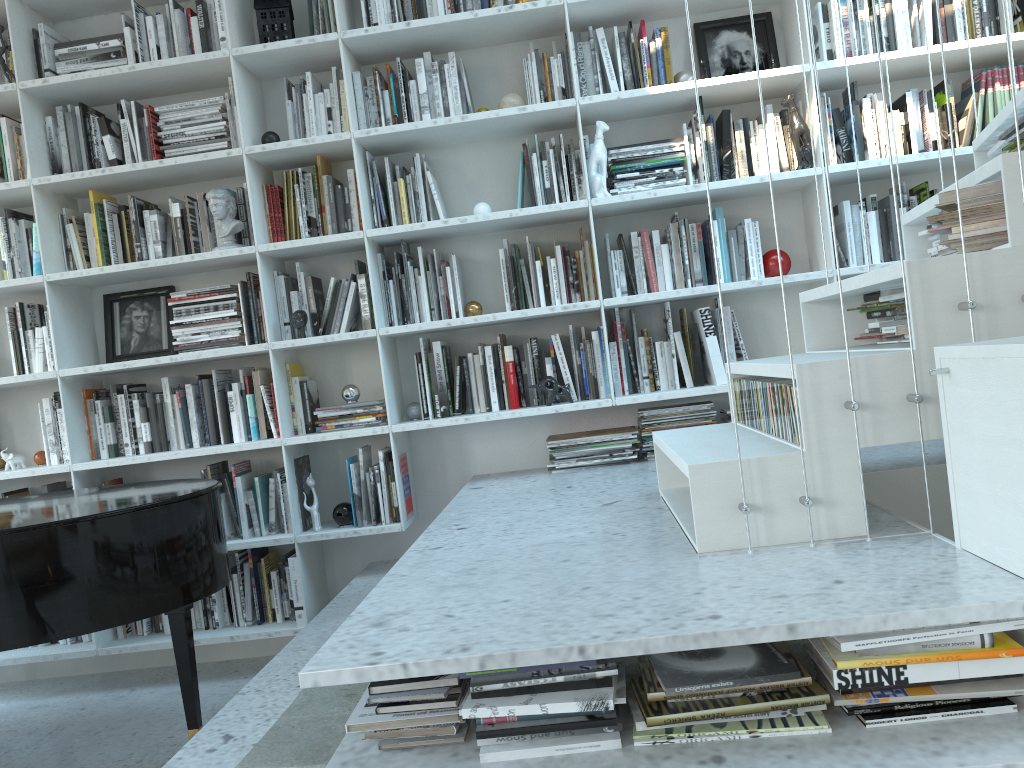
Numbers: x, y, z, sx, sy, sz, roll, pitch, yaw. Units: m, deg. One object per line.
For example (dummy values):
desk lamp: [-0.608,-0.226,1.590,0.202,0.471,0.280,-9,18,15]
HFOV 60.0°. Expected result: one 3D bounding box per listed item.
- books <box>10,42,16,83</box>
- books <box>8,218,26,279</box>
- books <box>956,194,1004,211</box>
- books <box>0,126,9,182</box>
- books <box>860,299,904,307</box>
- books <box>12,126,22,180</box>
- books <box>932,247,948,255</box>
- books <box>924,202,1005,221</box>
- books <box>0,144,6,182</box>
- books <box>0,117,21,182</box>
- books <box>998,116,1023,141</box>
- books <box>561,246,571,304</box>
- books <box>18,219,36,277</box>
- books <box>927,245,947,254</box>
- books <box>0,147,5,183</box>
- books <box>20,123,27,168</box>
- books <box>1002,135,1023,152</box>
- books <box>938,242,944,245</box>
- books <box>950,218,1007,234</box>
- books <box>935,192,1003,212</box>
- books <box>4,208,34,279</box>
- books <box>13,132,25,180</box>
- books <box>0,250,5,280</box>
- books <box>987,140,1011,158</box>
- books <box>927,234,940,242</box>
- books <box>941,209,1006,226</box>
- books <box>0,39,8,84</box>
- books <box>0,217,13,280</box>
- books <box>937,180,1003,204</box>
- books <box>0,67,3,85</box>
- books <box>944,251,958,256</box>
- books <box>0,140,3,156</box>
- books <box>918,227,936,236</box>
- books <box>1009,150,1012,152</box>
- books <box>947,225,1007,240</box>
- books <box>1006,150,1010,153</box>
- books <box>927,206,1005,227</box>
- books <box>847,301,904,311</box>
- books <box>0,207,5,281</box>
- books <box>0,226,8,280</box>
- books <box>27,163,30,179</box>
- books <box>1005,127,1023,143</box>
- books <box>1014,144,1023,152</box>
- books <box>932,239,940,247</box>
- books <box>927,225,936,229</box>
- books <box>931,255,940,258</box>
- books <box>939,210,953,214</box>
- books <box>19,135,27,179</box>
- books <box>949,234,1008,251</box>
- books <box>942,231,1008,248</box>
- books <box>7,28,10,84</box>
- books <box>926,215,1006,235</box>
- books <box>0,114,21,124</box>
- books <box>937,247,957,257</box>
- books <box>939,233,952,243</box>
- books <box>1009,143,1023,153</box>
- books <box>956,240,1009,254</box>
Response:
books: [-1.964,-1.293,3.574,0.058,0.302,0.175,-7,2,4]
books: [-1.966,-0.530,3.604,0.023,0.260,0.170,-7,2,4]
books: [1.049,-0.385,1.871,0.184,0.016,0.179,-6,1,33]
books: [-2.002,-0.895,3.594,0.006,0.253,0.180,-7,1,4]
books: [1.061,-0.230,2.404,0.161,0.012,0.195,-7,1,2]
books: [-1.964,-0.900,3.597,0.010,0.257,0.140,-7,2,4]
books: [1.235,-0.369,2.368,0.160,0.010,0.179,-7,1,7]
books: [1.040,-0.372,1.858,0.295,0.007,0.146,-6,1,39]
books: [-2.029,-0.883,3.616,0.011,0.236,0.130,-7,2,4]
books: [-1.983,-0.912,3.591,0.022,0.285,0.190,-7,2,4]
books: [1.261,-0.611,2.048,0.191,0.013,0.243,-7,1,15]
books: [0.212,-0.416,3.478,0.016,0.231,0.138,-7,2,4]
books: [-1.942,-0.532,3.623,0.022,0.256,0.152,-7,2,4]
books: [1.243,-0.381,2.367,0.145,0.012,0.296,-7,1,3]
books: [-2.044,-0.884,3.580,0.013,0.244,0.188,-7,1,4]
books: [-1.914,-0.907,3.588,0.022,0.257,0.155,-7,2,4]
books: [1.269,-0.582,2.047,0.176,0.007,0.254,-7,1,12]
books: [1.138,-0.354,2.095,0.188,0.005,0.181,-7,1,4]
books: [1.045,-0.337,1.859,0.215,0.014,0.138,-7,1,32]
books: [1.039,-0.394,1.859,0.254,0.005,0.160,-6,1,37]
books: [-1.985,-0.548,3.604,0.011,0.301,0.178,-7,2,4]
books: [-1.952,-0.888,3.601,0.011,0.229,0.165,-7,1,4]
books: [-2.034,-0.487,3.630,0.025,0.189,0.140,-7,1,4]
books: [1.373,-0.639,2.322,0.190,0.015,0.230,-7,1,18]
books: [1.235,-0.414,2.366,0.149,0.017,0.239,-7,1,2]
books: [1.051,-0.357,1.871,0.232,0.011,0.171,-6,1,41]
books: [-2.012,-1.254,3.599,0.025,0.237,0.153,-7,2,4]
books: [-1.995,-0.529,3.597,0.012,0.265,0.192,-7,1,4]
books: [1.042,-0.409,1.865,0.234,0.025,0.157,-6,1,42]
books: [-2.035,-1.244,3.585,0.022,0.223,0.161,-7,1,4]
books: [1.148,-0.319,2.134,0.184,0.016,0.128,-7,1,12]
books: [-2.018,-0.893,3.602,0.017,0.253,0.139,-7,2,4]
books: [1.217,-0.425,2.367,0.173,0.011,0.203,-7,1,-1]
books: [1.383,-0.606,2.321,0.162,0.008,0.289,-7,1,23]
books: [1.054,-0.325,1.870,0.222,0.011,0.180,-6,1,36]
books: [1.381,-0.613,2.321,0.168,0.005,0.291,-7,1,22]
books: [1.041,-0.364,1.858,0.295,0.007,0.146,-6,1,35]
books: [1.042,-0.219,2.406,0.198,0.006,0.188,-7,1,1]
books: [-2.061,-0.554,3.615,0.010,0.329,0.173,-7,2,4]
books: [-2.013,-0.518,3.609,0.028,0.247,0.170,-7,1,4]
books: [-1.872,-0.901,3.563,0.064,0.237,0.208,-7,1,4]
books: [1.270,-0.602,2.046,0.174,0.009,0.239,-7,1,13]
books: [1.265,-0.548,2.050,0.191,0.014,0.243,-7,1,17]
books: [1.243,-0.397,2.366,0.143,0.019,0.230,-7,1,3]
books: [1.226,-0.439,2.366,0.157,0.014,0.180,-7,1,0]
books: [1.245,-0.360,2.368,0.138,0.010,0.254,-7,1,1]
books: [1.131,-0.424,2.103,0.166,0.017,0.190,-7,1,7]
books: [-1.934,-0.884,3.600,0.024,0.216,0.142,-7,2,4]
books: [1.058,-0.307,1.873,0.215,0.013,0.189,-6,1,37]
books: [1.063,-0.317,1.881,0.254,0.007,0.188,-7,1,32]
books: [-1.976,-1.272,3.576,0.055,0.264,0.166,-7,2,4]
books: [1.043,-0.347,1.859,0.295,0.006,0.146,-6,1,39]
books: [-1.999,-0.921,3.596,0.006,0.304,0.165,-7,2,4]
books: [1.142,-0.332,2.105,0.200,0.014,0.177,-7,1,9]
books: [1.135,-0.374,2.090,0.178,0.036,0.221,-7,1,9]
books: [1.271,-0.560,2.048,0.187,0.009,0.260,-7,1,14]
books: [1.063,-0.295,1.878,0.206,0.012,0.183,-7,1,32]
